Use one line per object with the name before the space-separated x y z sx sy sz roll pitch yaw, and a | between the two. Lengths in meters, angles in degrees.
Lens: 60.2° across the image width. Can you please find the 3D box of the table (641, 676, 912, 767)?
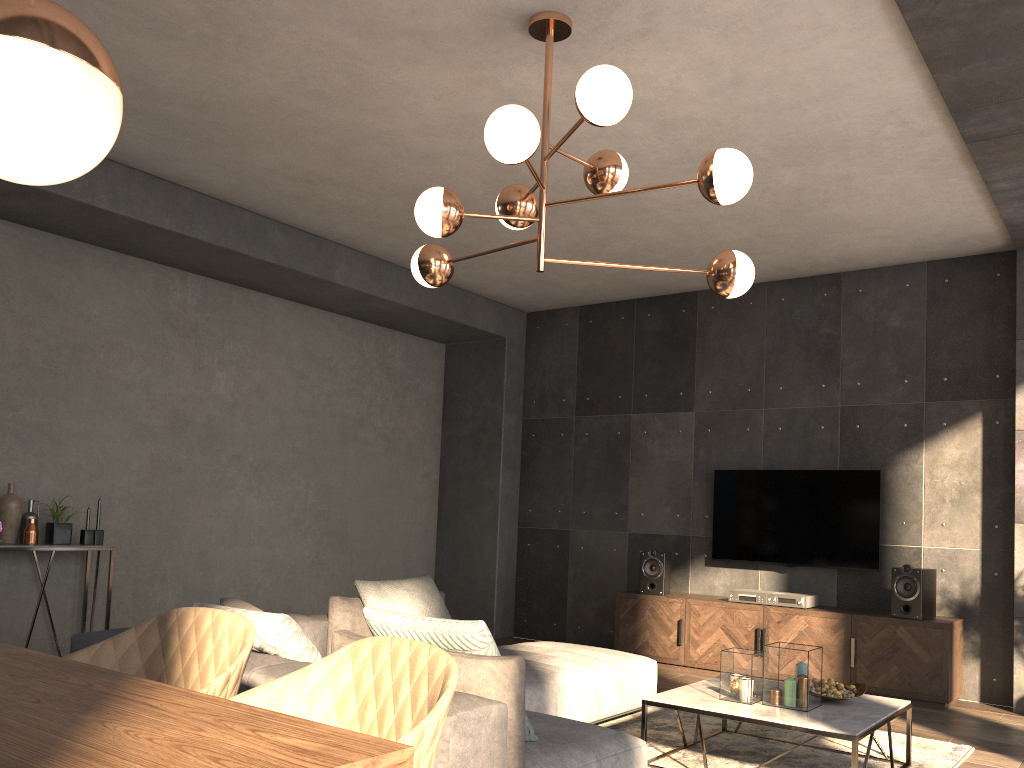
table | 1.225 1.600 4.044 0.931 0.307 0.938 -4 -10 36

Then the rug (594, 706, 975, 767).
rug | 0.772 1.708 3.835 1.732 0.020 3.168 -4 -11 36

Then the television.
television | 2.125 1.019 6.679 1.267 0.731 0.057 -3 -6 36

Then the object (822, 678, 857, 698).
object | 1.464 1.428 4.120 0.277 0.071 0.327 -2 -9 25

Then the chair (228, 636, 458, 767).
chair | -0.406 0.907 1.629 0.513 0.831 0.556 7 -7 -44

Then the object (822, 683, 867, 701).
object | 1.461 1.424 4.113 0.347 0.083 0.350 0 -9 14

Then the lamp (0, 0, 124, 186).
lamp | -0.622 -1.036 1.218 0.239 1.534 0.240 -1 -5 42

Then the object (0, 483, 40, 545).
object | -2.978 0.733 5.119 0.225 0.387 0.566 -1 -8 32

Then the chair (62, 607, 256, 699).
chair | -0.900 0.942 1.989 0.555 0.831 0.514 -1 -6 31

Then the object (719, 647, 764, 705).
object | 1.043 1.320 4.001 0.148 0.219 0.151 -1 -6 36

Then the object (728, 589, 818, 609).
object | 1.896 1.562 6.427 0.574 0.087 0.272 -4 -10 36

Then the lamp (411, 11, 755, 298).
lamp | 0.197 -0.926 3.359 1.463 1.031 1.024 1 -6 13

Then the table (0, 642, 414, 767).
table | -0.970 0.872 1.337 1.468 0.764 0.774 -3 -8 36

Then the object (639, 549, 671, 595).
object | 1.133 1.481 6.988 0.198 0.352 0.251 1 -6 22

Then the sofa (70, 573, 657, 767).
sofa | -0.123 1.310 4.011 2.026 0.778 2.933 -3 -10 36

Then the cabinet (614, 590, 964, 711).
cabinet | 1.924 1.889 6.464 2.411 0.547 0.544 -4 -9 36

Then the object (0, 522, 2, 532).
object | -0.972 0.284 1.356 0.298 0.406 0.331 2 -6 7

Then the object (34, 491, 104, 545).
object | -2.734 0.816 5.428 0.402 0.335 0.317 4 -6 -12

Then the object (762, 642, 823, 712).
object | 1.250 1.299 3.933 0.199 0.259 0.198 -2 -7 36

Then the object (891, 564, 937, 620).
object | 2.664 1.373 5.859 0.250 0.352 0.198 7 -7 -43

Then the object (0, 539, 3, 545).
object | -3.022 0.894 5.009 0.229 0.031 0.230 -5 -12 42

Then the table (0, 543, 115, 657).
table | -2.944 1.345 5.142 0.300 0.815 1.109 -1 -7 36
